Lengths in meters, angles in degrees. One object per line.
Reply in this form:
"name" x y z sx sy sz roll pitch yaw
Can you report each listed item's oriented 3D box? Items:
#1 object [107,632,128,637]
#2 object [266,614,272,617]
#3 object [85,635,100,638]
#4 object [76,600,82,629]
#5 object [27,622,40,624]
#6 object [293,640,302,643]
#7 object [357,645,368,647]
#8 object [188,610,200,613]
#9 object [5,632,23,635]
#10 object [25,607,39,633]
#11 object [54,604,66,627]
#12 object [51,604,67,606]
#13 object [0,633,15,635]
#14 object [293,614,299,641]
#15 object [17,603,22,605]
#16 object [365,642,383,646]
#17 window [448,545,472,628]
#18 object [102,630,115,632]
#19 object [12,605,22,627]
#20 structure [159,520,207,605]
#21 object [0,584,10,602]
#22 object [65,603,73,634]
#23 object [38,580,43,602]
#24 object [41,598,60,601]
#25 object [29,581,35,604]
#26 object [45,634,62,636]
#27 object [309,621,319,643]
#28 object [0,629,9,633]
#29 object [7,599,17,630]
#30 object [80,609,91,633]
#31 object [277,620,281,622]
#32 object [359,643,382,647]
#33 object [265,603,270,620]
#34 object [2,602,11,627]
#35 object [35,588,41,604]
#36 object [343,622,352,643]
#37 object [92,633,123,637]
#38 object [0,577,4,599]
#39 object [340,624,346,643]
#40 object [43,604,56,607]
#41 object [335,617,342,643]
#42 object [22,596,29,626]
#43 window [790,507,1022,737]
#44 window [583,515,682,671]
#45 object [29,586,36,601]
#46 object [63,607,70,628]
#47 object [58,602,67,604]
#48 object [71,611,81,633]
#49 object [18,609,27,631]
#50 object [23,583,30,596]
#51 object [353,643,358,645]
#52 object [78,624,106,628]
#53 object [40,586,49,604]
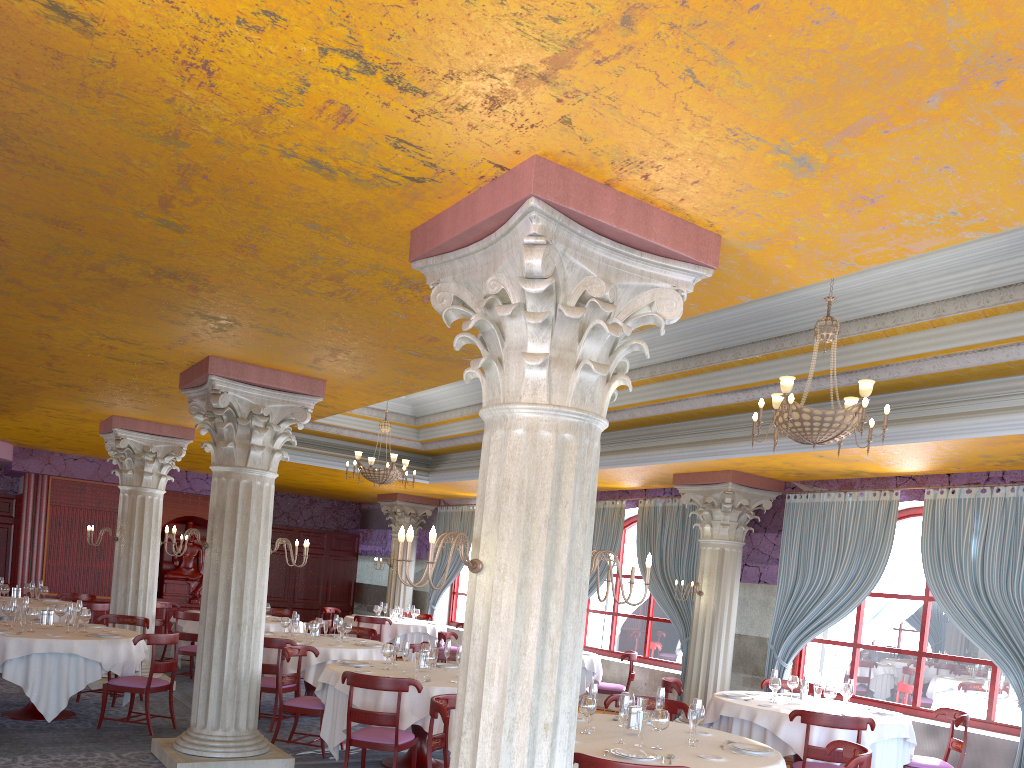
"object" -4.401 2.792 9.545 0.255 0.020 0.056 2 -12 15
"object" -4.295 3.986 14.753 0.312 0.024 0.321 -4 -16 35
"object" -4.462 2.701 9.157 0.231 0.013 0.028 3 -10 11
"object" -4.962 2.642 9.806 0.074 0.336 0.073 5 2 3
"object" -5.589 2.793 10.012 0.158 0.009 0.163 -4 -16 35
"object" -2.728 3.165 10.506 0.319 0.024 0.314 14 -15 -33
"object" -1.893 3.348 10.945 0.231 0.013 0.028 3 -10 11
"object" -5.187 3.763 14.139 0.312 0.024 0.321 4 -13 6
"object" -5.086 2.539 8.714 0.054 0.019 0.264 2 -13 16
"object" -5.087 2.499 9.072 0.123 0.264 0.121 5 0 -20
"object" -5.203 2.668 9.862 0.123 0.264 0.121 5 0 -20
"object" -6.783 3.321 12.855 0.319 0.024 0.314 14 -15 -33
"object" -5.125 2.545 8.719 0.022 0.003 0.260 3 -13 11
"object" -2.753 3.100 10.913 0.074 0.336 0.073 4 2 -42
"object" -7.160 3.203 12.456 0.158 0.009 0.163 -1 -14 26
"object" -1.832 3.439 11.332 0.255 0.020 0.056 2 -12 15
"window" -0.303 4.041 18.198 0.161 2.541 3.569 4 -6 -34
"object" -4.647 2.851 9.880 0.160 0.009 0.161 8 -13 -13
"object" -5.501 2.575 9.519 0.085 0.237 0.086 5 1 14
"structure" -7.154 3.910 18.843 0.976 1.848 0.634 6 0 -34
"object" -7.465 3.079 12.594 0.123 0.264 0.121 5 0 -20
"object" -4.803 2.539 9.286 0.074 0.336 0.073 5 2 3
"object" -7.339 3.223 13.328 0.074 0.336 0.073 5 2 3
"object" -7.392 3.468 13.747 0.319 0.024 0.314 14 -15 -33
"object" -7.180 3.119 12.808 0.074 0.336 0.073 5 2 3
"object" -4.783 2.622 8.934 0.158 0.009 0.163 -1 -14 26
"object" -2.518 3.146 10.860 0.124 0.264 0.121 6 -1 -42
"object" -5.297 2.518 8.719 0.319 0.024 0.314 14 -15 -33
"object" -5.322 2.453 9.125 0.074 0.336 0.073 5 2 3
"object" -4.751 2.634 9.526 0.123 0.264 0.121 5 0 -20
"object" -3.687 3.840 13.861 0.319 0.024 0.314 14 -15 -33
"object" -1.837 3.388 11.120 0.319 0.024 0.314 14 -15 -33
"object" -4.032 3.732 14.054 0.124 0.264 0.121 6 -1 -42
"object" -5.539 2.533 9.408 0.123 0.264 0.121 5 0 -20
"object" -7.169 3.199 12.938 0.086 0.237 0.085 5 1 -9
"object" -2.182 3.281 11.314 0.121 0.264 0.123 5 0 25
"object" -4.406 2.741 9.333 0.319 0.024 0.314 14 -15 -33
"object" -7.857 3.138 13.167 0.074 0.336 0.073 5 2 3
"object" -2.222 3.265 11.203 0.086 0.237 0.085 5 1 -9
"object" -6.839 3.282 12.679 0.231 0.013 0.028 3 -10 11
"object" -2.234 3.185 11.074 0.074 0.336 0.073 5 2 3
"object" -5.480 2.557 9.645 0.074 0.336 0.073 5 2 3
"window" 5.005 2.745 10.334 0.161 2.541 3.569 4 -6 -34
"window" 2.350 3.393 14.268 0.161 2.541 3.569 4 -6 -34
"object" -7.471 3.263 13.345 0.085 0.237 0.086 5 1 14
"object" -5.094 2.683 9.824 0.085 0.237 0.086 6 1 36
"object" -7.024 3.431 13.402 0.158 0.009 0.163 -4 -16 35
"object" -4.791 2.618 9.416 0.086 0.237 0.085 5 1 -9
"object" -5.199 2.511 9.111 0.085 0.237 0.086 6 1 36
"object" -7.580 3.249 13.383 0.123 0.264 0.121 5 0 -20
"object" -2.038 3.377 11.124 0.029 0.010 0.142 3 -13 14
"object" -5.015 2.887 10.225 0.319 0.024 0.314 14 -15 -33
"object" -7.129 3.214 13.048 0.124 0.264 0.121 6 -1 -42
